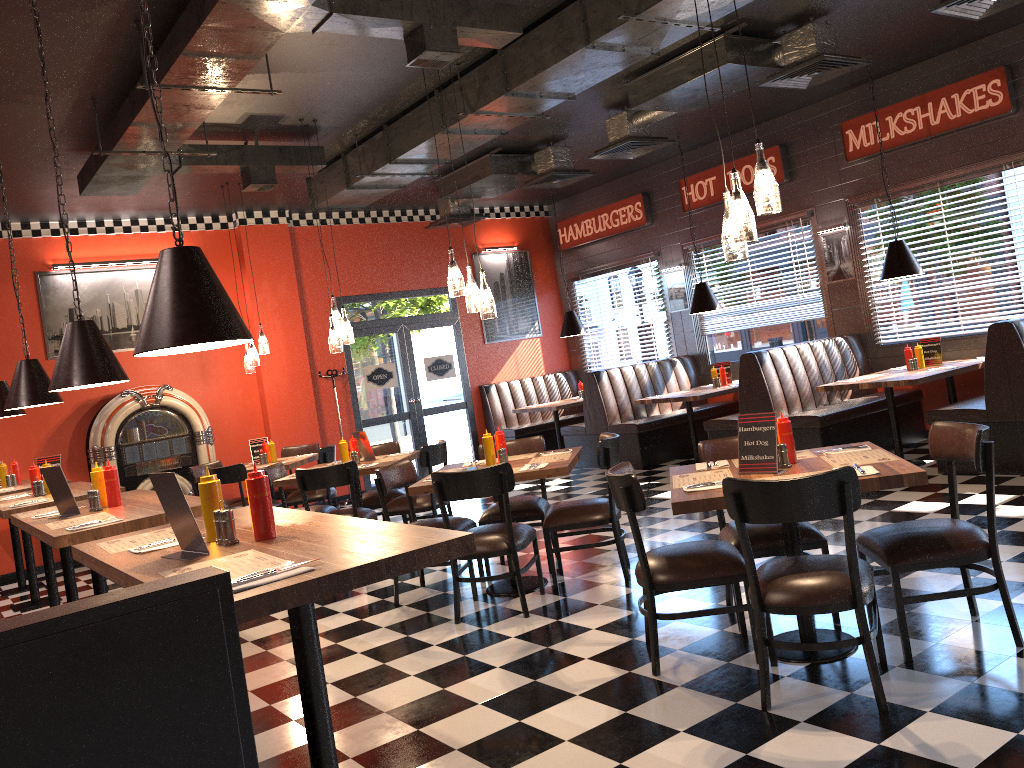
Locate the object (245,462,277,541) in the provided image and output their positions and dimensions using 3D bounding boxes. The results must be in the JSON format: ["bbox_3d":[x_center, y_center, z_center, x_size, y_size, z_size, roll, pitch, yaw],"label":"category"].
[{"bbox_3d":[-0.773,0.357,2.718,0.067,0.238,0.068,-9,-1,30],"label":"object"}]

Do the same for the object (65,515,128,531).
[{"bbox_3d":[-1.786,0.597,3.833,0.256,0.019,0.157,-10,2,-38],"label":"object"}]

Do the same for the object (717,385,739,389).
[{"bbox_3d":[2.321,0.032,9.593,0.158,0.019,0.254,-10,2,-39],"label":"object"}]

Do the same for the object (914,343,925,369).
[{"bbox_3d":[3.730,-0.259,8.113,0.068,0.238,0.068,-9,-1,-12],"label":"object"}]

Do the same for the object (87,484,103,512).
[{"bbox_3d":[-2.096,0.570,4.443,0.093,0.136,0.047,-9,-1,45],"label":"object"}]

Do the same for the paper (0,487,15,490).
[{"bbox_3d":[-4.418,0.915,7.598,0.262,0.001,0.364,-10,2,-33],"label":"paper"}]

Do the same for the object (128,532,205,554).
[{"bbox_3d":[-1.121,0.517,2.924,0.256,0.019,0.157,-10,2,-38],"label":"object"}]

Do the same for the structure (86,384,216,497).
[{"bbox_3d":[-3.867,0.897,9.603,1.298,1.769,0.498,-9,-1,-35],"label":"structure"}]

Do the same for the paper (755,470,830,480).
[{"bbox_3d":[1.131,0.386,3.567,0.365,0.001,0.261,-9,2,12],"label":"paper"}]

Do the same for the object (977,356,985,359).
[{"bbox_3d":[4.401,-0.254,8.175,0.158,0.019,0.254,-10,2,-30],"label":"object"}]

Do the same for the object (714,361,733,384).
[{"bbox_3d":[2.432,-0.122,10.204,0.188,0.257,0.072,-9,-1,25],"label":"object"}]

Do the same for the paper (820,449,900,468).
[{"bbox_3d":[1.501,0.321,3.841,0.261,0.001,0.366,-9,2,10],"label":"paper"}]

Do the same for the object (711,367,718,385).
[{"bbox_3d":[2.299,-0.088,10.044,0.067,0.238,0.068,-10,-1,38],"label":"object"}]

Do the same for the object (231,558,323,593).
[{"bbox_3d":[-0.581,0.454,2.136,0.256,0.019,0.157,-10,2,-38],"label":"object"}]

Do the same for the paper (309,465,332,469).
[{"bbox_3d":[-1.655,0.718,7.416,0.261,0.001,0.366,-9,2,9],"label":"paper"}]

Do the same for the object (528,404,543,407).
[{"bbox_3d":[0.305,0.288,11.809,0.158,0.019,0.254,-10,2,-34],"label":"object"}]

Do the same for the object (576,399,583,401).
[{"bbox_3d":[0.936,0.197,11.521,0.158,0.019,0.254,-10,2,-37],"label":"object"}]

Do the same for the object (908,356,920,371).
[{"bbox_3d":[3.632,-0.189,8.023,0.094,0.136,0.046,-9,-1,-10],"label":"object"}]

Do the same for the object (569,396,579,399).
[{"bbox_3d":[0.910,0.182,12.227,0.158,0.019,0.254,-10,2,-40],"label":"object"}]

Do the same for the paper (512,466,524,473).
[{"bbox_3d":[-0.109,0.534,5.299,0.365,0.001,0.261,-9,2,8],"label":"paper"}]

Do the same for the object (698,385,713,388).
[{"bbox_3d":[2.303,0.016,10.299,0.158,0.019,0.254,-10,2,-36],"label":"object"}]

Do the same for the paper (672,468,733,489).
[{"bbox_3d":[0.848,0.420,3.950,0.261,0.001,0.366,-9,2,10],"label":"paper"}]

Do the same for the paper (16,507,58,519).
[{"bbox_3d":[-2.568,0.699,4.872,0.262,0.001,0.364,-10,2,-33],"label":"paper"}]

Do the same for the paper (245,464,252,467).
[{"bbox_3d":[-2.818,0.857,9.028,0.260,0.001,0.366,-9,2,12],"label":"paper"}]

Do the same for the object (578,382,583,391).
[{"bbox_3d":[0.939,0.072,12.023,0.067,0.238,0.068,-9,-1,24],"label":"object"}]

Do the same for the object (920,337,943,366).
[{"bbox_3d":[3.905,-0.300,8.256,0.187,0.257,0.072,-9,-1,45],"label":"object"}]

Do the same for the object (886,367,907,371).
[{"bbox_3d":[3.698,-0.151,8.400,0.158,0.019,0.254,-10,2,-39],"label":"object"}]

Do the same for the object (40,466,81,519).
[{"bbox_3d":[-2.233,0.531,4.381,0.187,0.257,0.072,-9,-1,34],"label":"object"}]

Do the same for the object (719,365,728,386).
[{"bbox_3d":[2.391,-0.102,10.035,0.067,0.238,0.068,-10,-1,38],"label":"object"}]

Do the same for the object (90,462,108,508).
[{"bbox_3d":[-2.124,0.519,4.559,0.068,0.238,0.067,-8,-1,-26],"label":"object"}]

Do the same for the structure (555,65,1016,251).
[{"bbox_3d":[3.905,-2.560,8.587,0.120,0.439,11.225,-8,1,-35],"label":"structure"}]

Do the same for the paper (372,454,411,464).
[{"bbox_3d":[-1.000,0.619,7.320,0.261,0.001,0.366,-9,2,9],"label":"paper"}]

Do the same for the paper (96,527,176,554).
[{"bbox_3d":[-1.299,0.548,3.118,0.262,0.001,0.364,-10,2,-33],"label":"paper"}]

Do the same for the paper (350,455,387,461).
[{"bbox_3d":[-1.271,0.652,7.673,0.365,0.001,0.261,-9,2,8],"label":"paper"}]

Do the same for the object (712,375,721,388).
[{"bbox_3d":[2.293,-0.031,9.945,0.093,0.136,0.047,-9,-1,25],"label":"object"}]

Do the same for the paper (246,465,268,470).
[{"bbox_3d":[-2.545,0.824,8.657,0.365,0.001,0.261,-9,2,9],"label":"paper"}]

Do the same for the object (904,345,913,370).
[{"bbox_3d":[3.638,-0.245,8.114,0.068,0.238,0.068,-9,-1,-12],"label":"object"}]

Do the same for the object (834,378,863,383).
[{"bbox_3d":[3.032,-0.034,7.936,0.158,0.019,0.254,-10,2,-34],"label":"object"}]

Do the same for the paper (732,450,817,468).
[{"bbox_3d":[1.237,0.353,4.200,0.365,0.001,0.261,-9,2,9],"label":"paper"}]

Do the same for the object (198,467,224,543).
[{"bbox_3d":[-0.960,0.383,2.836,0.067,0.238,0.068,-9,-1,30],"label":"object"}]

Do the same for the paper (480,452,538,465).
[{"bbox_3d":[-0.018,0.502,5.963,0.365,0.001,0.261,-9,2,8],"label":"paper"}]

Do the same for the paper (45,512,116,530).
[{"bbox_3d":[-1.999,0.631,4.097,0.262,0.001,0.364,-10,2,-33],"label":"paper"}]

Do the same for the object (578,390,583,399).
[{"bbox_3d":[0.931,0.129,11.898,0.094,0.136,0.046,-9,-1,-35],"label":"object"}]

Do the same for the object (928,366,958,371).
[{"bbox_3d":[3.720,-0.135,7.694,0.158,0.019,0.254,-10,2,-36],"label":"object"}]

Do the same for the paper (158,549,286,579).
[{"bbox_3d":[-0.759,0.485,2.330,0.262,0.001,0.364,-10,2,-33],"label":"paper"}]

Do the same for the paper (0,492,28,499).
[{"bbox_3d":[-3.754,0.839,6.587,0.262,0.001,0.364,-10,2,-33],"label":"paper"}]

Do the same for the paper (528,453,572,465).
[{"bbox_3d":[0.239,0.472,5.577,0.261,0.001,0.366,-9,2,8],"label":"paper"}]

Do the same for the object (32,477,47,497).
[{"bbox_3d":[-3.271,0.709,6.122,0.093,0.136,0.047,-9,-1,20],"label":"object"}]

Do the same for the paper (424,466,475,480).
[{"bbox_3d":[-0.389,0.567,5.665,0.260,0.001,0.366,-9,2,11],"label":"paper"}]

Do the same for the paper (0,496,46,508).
[{"bbox_3d":[-3.228,0.777,5.837,0.262,0.001,0.364,-10,2,-33],"label":"paper"}]

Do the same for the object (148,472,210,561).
[{"bbox_3d":[-0.991,0.384,2.630,0.072,0.257,0.187,-8,-1,-44],"label":"object"}]

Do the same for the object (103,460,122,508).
[{"bbox_3d":[-2.041,0.507,4.518,0.068,0.238,0.067,-9,-1,-15],"label":"object"}]

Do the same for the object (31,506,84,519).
[{"bbox_3d":[-2.355,0.665,4.608,0.256,0.019,0.157,-10,2,-38],"label":"object"}]

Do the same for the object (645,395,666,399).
[{"bbox_3d":[1.608,0.138,9.808,0.158,0.019,0.254,-10,2,-29],"label":"object"}]

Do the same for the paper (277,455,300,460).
[{"bbox_3d":[-2.442,0.790,9.319,0.365,0.001,0.261,-9,2,9],"label":"paper"}]

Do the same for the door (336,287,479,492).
[{"bbox_3d":[-1.326,0.032,11.807,1.806,2.574,0.128,-9,-1,-35],"label":"door"}]

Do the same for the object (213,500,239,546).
[{"bbox_3d":[-0.888,0.427,2.738,0.047,0.136,0.093,-8,-1,-44],"label":"object"}]

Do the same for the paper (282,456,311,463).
[{"bbox_3d":[-2.192,0.762,8.929,0.261,0.001,0.366,-9,2,9],"label":"paper"}]
